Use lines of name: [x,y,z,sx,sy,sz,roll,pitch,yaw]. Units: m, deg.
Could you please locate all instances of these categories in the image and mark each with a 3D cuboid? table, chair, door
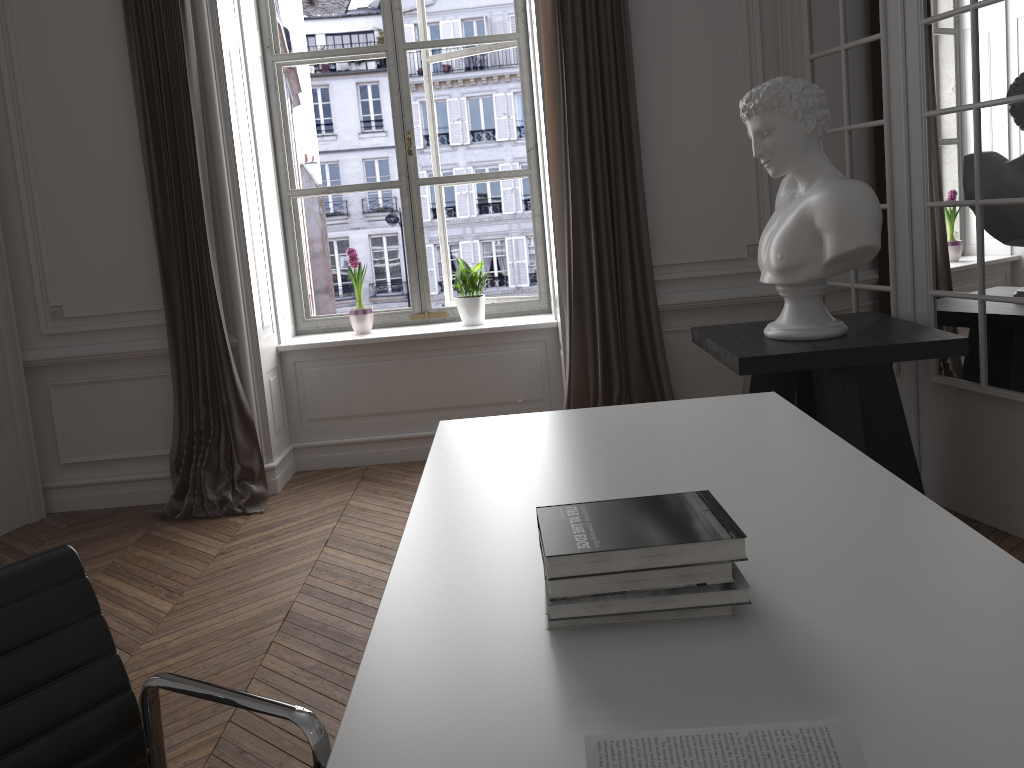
table: [1.148,0.175,3.292,0.767,0.742,0.776,-5,9,1]
table: [0.291,0.684,1.109,0.900,0.741,2.653,-5,11,1]
chair: [-0.435,0.716,0.836,0.667,0.915,0.701,-1,9,26]
door: [1.536,-0.876,3.406,0.086,2.710,1.577,-7,8,-15]
door: [-2.644,-0.510,3.433,0.085,2.710,1.582,-3,8,16]

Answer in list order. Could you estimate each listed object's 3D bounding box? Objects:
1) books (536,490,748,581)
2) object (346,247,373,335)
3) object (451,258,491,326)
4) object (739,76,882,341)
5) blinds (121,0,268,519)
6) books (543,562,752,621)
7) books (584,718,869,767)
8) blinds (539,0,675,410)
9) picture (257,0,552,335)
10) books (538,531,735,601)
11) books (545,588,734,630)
books: [0.169,0.204,1.221,0.258,0.032,0.193,-5,11,-1]
object: [-0.834,-0.509,4.805,0.130,0.471,0.129,-11,9,-39]
object: [-0.218,-0.505,4.769,0.216,0.366,0.286,-8,9,-21]
object: [1.034,-0.629,3.144,0.392,0.915,0.640,-5,8,1]
blinds: [-1.560,-0.931,4.040,0.580,3.074,0.313,-4,7,6]
books: [0.174,0.259,1.225,0.258,0.022,0.214,-5,11,1]
books: [0.173,0.358,0.647,0.226,0.095,0.282,-5,11,2]
blinds: [0.367,-1.093,3.991,0.778,3.073,0.345,-6,7,-5]
picture: [-0.511,-1.077,1.122,13.214,4.759,13.376,-6,11,-7]
books: [0.163,0.234,1.225,0.239,0.028,0.193,-5,11,-1]
books: [0.168,0.280,1.236,0.242,0.022,0.193,-5,11,2]
